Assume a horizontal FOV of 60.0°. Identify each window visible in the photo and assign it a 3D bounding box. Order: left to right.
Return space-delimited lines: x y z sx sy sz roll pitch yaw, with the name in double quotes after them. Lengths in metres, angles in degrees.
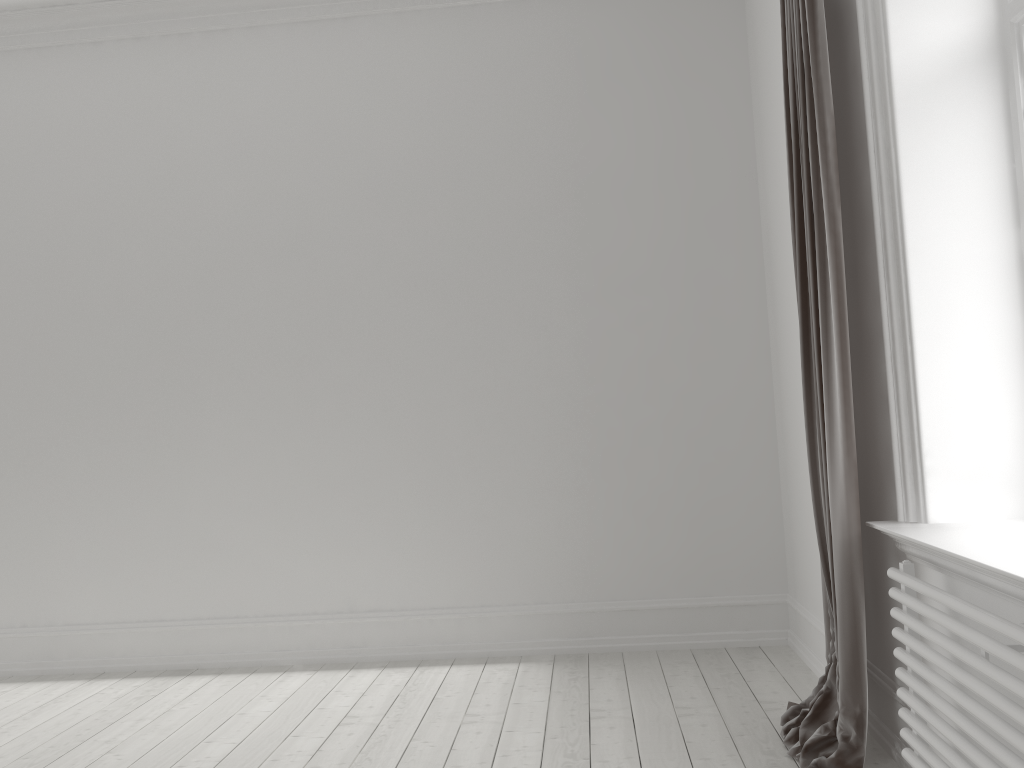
1.232 -0.636 1.720 0.120 1.956 1.112 -4 -3 4 "window"

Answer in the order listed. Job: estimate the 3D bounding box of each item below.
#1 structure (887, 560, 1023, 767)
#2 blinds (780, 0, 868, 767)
0.946 0.735 1.684 0.120 0.670 0.887 -4 -3 5 "structure"
0.831 -0.284 2.637 0.246 2.681 0.595 -4 -3 13 "blinds"
